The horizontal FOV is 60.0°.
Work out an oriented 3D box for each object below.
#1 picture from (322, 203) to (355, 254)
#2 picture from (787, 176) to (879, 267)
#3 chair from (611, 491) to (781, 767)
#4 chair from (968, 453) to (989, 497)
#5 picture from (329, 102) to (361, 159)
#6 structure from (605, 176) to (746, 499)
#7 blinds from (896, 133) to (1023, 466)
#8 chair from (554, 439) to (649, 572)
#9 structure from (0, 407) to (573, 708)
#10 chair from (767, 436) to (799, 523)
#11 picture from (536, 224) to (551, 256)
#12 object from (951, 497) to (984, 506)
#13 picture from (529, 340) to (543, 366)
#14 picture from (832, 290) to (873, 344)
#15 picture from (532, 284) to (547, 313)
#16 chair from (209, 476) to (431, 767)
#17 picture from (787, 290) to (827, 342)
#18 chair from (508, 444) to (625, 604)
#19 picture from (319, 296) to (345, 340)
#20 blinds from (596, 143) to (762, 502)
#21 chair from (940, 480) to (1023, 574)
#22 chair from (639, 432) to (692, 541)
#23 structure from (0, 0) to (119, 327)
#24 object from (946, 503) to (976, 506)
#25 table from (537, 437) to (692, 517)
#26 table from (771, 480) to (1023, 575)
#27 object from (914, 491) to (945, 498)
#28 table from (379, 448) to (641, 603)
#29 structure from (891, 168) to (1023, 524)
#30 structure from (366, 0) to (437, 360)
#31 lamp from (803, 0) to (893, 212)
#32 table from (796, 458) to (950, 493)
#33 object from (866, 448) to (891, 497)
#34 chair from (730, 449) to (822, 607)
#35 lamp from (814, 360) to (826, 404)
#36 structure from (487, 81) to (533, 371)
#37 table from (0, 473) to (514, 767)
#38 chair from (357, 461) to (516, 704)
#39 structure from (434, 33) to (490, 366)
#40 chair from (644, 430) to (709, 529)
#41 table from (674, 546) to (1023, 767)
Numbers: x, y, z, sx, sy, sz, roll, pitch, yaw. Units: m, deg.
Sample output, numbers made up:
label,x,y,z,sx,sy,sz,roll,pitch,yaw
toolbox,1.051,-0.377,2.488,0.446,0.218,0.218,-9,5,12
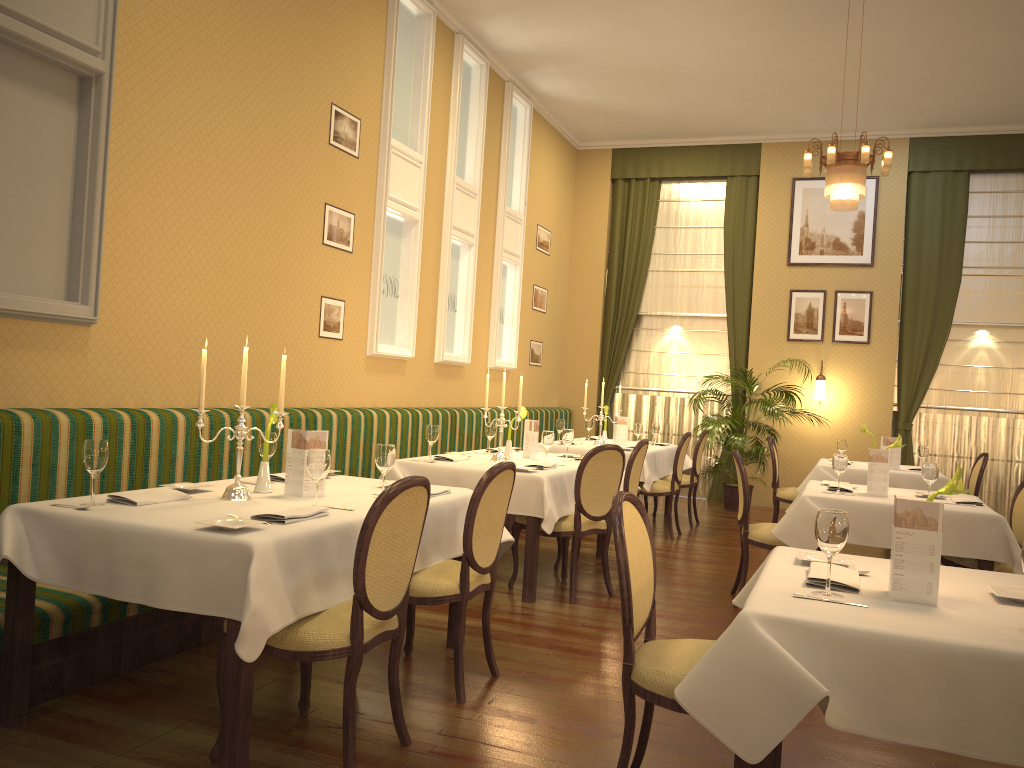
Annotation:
label,x,y,z,sx,sy,sz,roll,pitch,yaw
picture,-1.248,-1.121,6.407,0.008,0.294,0.401,4,0,21
picture,3.790,-1.921,10.485,0.966,1.057,0.027,4,0,21
chair,0.574,0.835,2.739,0.571,0.955,0.530,4,0,21
chair,3.742,1.044,7.619,0.571,0.955,0.530,4,0,21
picture,-1.203,-1.825,6.408,0.008,0.294,0.401,4,0,21
structure,2.102,-0.837,11.291,1.942,4.511,0.123,4,0,21
blinds,5.334,-0.648,9.932,1.878,4.537,0.129,4,0,21
chair,0.650,0.847,6.296,0.571,0.955,0.530,4,0,21
structure,-1.588,0.668,4.683,0.850,1.031,14.516,4,0,21
chair,2.601,0.973,8.106,0.571,0.955,0.530,4,0,21
picture,0.378,-1.717,10.593,0.008,0.294,0.504,4,0,21
object,2.640,0.680,5.151,0.142,0.024,0.273,4,0,21
picture,0.287,-0.364,10.578,0.008,0.294,0.437,4,0,21
picture,3.985,-0.783,10.386,0.412,0.619,0.022,4,0,21
picture,0.333,-1.014,10.592,0.008,0.294,0.504,4,0,21
chair,-0.605,0.761,2.980,0.571,0.955,0.530,4,0,21
picture,3.510,-0.812,10.566,0.412,0.619,0.022,4,0,21
chair,0.367,0.827,5.533,0.530,0.955,0.571,4,0,-44
picture,-1.295,-0.472,6.389,0.008,0.294,0.313,4,0,21
blinds,2.064,-0.852,11.184,1.934,4.537,0.225,4,0,20
chair,2.801,0.980,5.123,0.571,0.955,0.530,4,0,1
chair,1.304,0.891,8.033,0.571,0.955,0.530,4,0,21
structure,-2.161,-1.844,3.932,0.200,3.103,0.956,4,0,21
object,2.511,0.676,4.997,0.185,0.010,0.017,4,0,21
table,0.995,0.968,8.711,1.385,0.759,2.152,4,0,21
table,2.297,1.044,5.328,1.389,0.759,1.395,4,0,22
object,2.502,0.670,5.316,0.160,0.024,0.160,4,0,21
table,0.041,0.903,6.186,1.385,0.759,2.152,4,0,21
structure,5.369,-0.633,10.046,1.900,4.511,0.134,4,0,21
structure,-0.930,-1.702,7.198,0.200,2.985,0.687,4,0,21
lamp,2.460,-2.163,6.427,0.593,1.796,0.593,4,0,18
table,3.250,1.109,7.852,1.389,0.759,1.395,4,0,22
object,2.143,0.522,5.257,0.081,0.277,0.166,4,0,-23
chair,1.648,0.908,5.592,0.571,0.955,0.530,4,0,11
lamp,3.586,-0.021,10.353,0.114,0.513,0.323,4,0,10
structure,-0.059,-1.643,9.504,0.200,2.985,0.670,4,0,21
table,-0.914,0.839,3.657,1.385,0.759,2.152,4,0,21
chair,-0.308,0.782,3.761,0.571,0.955,0.530,4,0,21
structure,-0.508,-1.673,8.317,0.200,2.985,0.661,4,0,21
chair,1.633,0.913,8.809,0.571,0.955,0.530,4,0,21
table,1.222,0.972,2.484,1.389,0.759,1.395,4,0,22
